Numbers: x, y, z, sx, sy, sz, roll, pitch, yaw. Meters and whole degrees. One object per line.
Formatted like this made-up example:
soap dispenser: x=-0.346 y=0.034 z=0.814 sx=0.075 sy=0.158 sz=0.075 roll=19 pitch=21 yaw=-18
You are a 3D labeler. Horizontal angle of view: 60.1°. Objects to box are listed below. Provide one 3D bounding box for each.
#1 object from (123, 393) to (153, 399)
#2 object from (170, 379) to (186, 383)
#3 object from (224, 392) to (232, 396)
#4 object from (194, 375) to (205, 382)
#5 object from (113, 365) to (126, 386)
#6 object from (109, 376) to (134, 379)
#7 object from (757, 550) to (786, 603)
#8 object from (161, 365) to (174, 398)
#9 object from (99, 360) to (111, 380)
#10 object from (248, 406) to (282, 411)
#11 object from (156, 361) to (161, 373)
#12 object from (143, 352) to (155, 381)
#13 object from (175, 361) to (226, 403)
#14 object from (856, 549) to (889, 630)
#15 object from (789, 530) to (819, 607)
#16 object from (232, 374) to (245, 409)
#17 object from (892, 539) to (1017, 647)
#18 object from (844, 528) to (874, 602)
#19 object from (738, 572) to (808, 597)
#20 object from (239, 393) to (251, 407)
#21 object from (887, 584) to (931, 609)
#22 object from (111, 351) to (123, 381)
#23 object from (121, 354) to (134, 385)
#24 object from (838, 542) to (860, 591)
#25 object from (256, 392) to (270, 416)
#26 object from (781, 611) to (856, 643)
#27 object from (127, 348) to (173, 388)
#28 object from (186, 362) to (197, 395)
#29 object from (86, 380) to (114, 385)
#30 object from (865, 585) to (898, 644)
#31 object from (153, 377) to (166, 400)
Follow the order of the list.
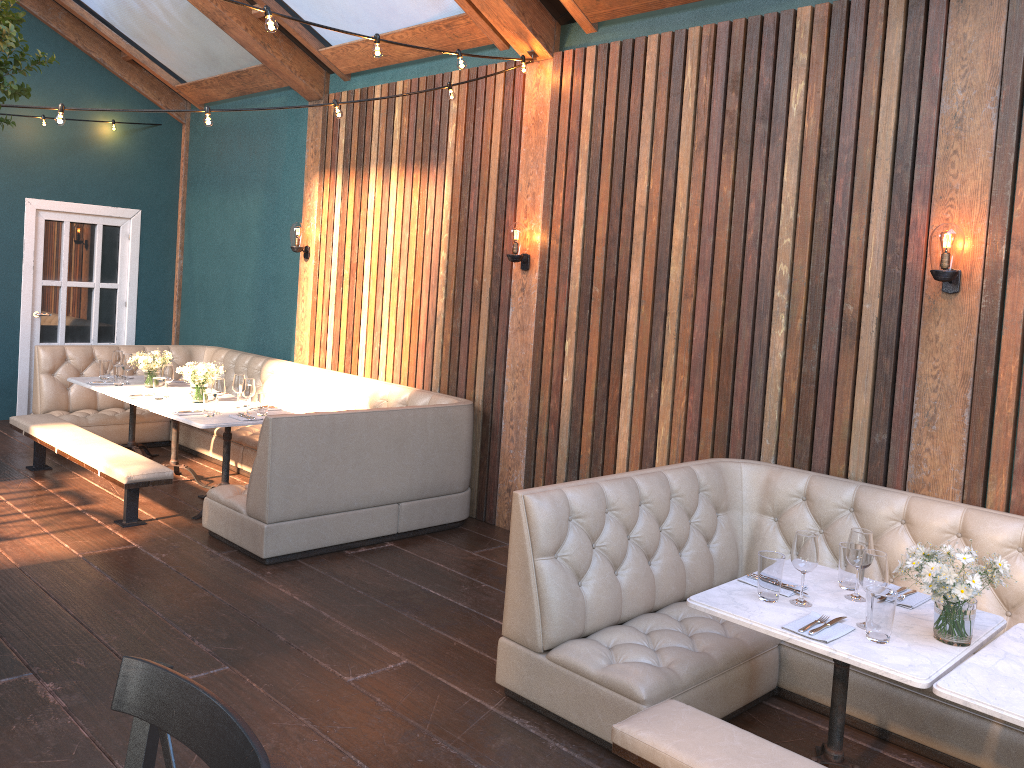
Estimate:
object: x=-2.737 y=0.085 z=6.562 sx=0.255 sy=0.019 sz=0.158 roll=-3 pitch=9 yaw=-45
object: x=-2.886 y=-0.027 z=7.444 sx=0.255 sy=0.019 sz=0.158 roll=-3 pitch=9 yaw=-45
object: x=-2.323 y=0.077 z=6.879 sx=0.255 sy=0.019 sz=0.158 roll=-3 pitch=9 yaw=-45
object: x=-2.465 y=-0.012 z=6.954 sx=0.092 sy=0.158 sz=0.092 roll=6 pitch=4 yaw=31
object: x=-3.124 y=-0.065 z=7.033 sx=0.092 sy=0.158 sz=0.092 roll=6 pitch=4 yaw=31
object: x=-3.303 y=-0.060 z=7.487 sx=0.157 sy=0.019 sz=0.256 roll=-3 pitch=9 yaw=-44
object: x=0.889 y=0.665 z=3.050 sx=0.092 sy=0.158 sz=0.092 roll=6 pitch=4 yaw=31
object: x=-2.566 y=-0.019 z=6.587 sx=0.092 sy=0.244 sz=0.092 roll=4 pitch=3 yaw=3
object: x=-3.376 y=-0.118 z=7.336 sx=0.092 sy=0.158 sz=0.092 roll=6 pitch=4 yaw=31
object: x=-1.795 y=0.173 z=6.349 sx=0.255 sy=0.019 sz=0.158 roll=-3 pitch=9 yaw=-45
object: x=-3.028 y=-0.115 z=7.519 sx=0.092 sy=0.158 sz=0.092 roll=6 pitch=4 yaw=31
object: x=-3.042 y=-0.146 z=7.409 sx=0.092 sy=0.244 sz=0.092 roll=4 pitch=3 yaw=-3
object: x=-2.293 y=-0.023 z=6.495 sx=0.336 sy=0.308 sz=0.330 roll=4 pitch=5 yaw=-3
object: x=1.161 y=0.664 z=2.852 sx=0.092 sy=0.244 sz=0.092 roll=4 pitch=3 yaw=3
object: x=1.000 y=0.632 z=3.032 sx=0.092 sy=0.244 sz=0.092 roll=4 pitch=3 yaw=3
object: x=-1.950 y=0.054 z=6.314 sx=0.092 sy=0.244 sz=0.092 roll=4 pitch=3 yaw=3
object: x=1.386 y=0.653 z=2.794 sx=0.336 sy=0.308 sz=0.331 roll=1 pitch=6 yaw=-33
object: x=1.223 y=0.637 z=3.123 sx=0.092 sy=0.244 sz=0.092 roll=4 pitch=3 yaw=3
object: x=0.962 y=0.723 z=3.201 sx=0.157 sy=0.019 sz=0.256 roll=-3 pitch=9 yaw=-44
object: x=-1.937 y=0.085 z=6.424 sx=0.092 sy=0.158 sz=0.092 roll=6 pitch=4 yaw=31
object: x=1.379 y=0.756 z=3.158 sx=0.255 sy=0.019 sz=0.158 roll=-3 pitch=9 yaw=-45
object: x=-3.265 y=-0.151 z=7.318 sx=0.092 sy=0.244 sz=0.092 roll=4 pitch=3 yaw=-3
object: x=-3.104 y=-0.119 z=7.139 sx=0.092 sy=0.244 sz=0.092 roll=4 pitch=3 yaw=-3
object: x=1.237 y=0.668 z=3.233 sx=0.092 sy=0.158 sz=0.092 roll=6 pitch=4 yaw=31
object: x=-1.719 y=0.137 z=6.101 sx=0.092 sy=0.158 sz=0.092 roll=6 pitch=4 yaw=31
object: x=0.990 y=0.768 z=2.827 sx=0.255 sy=0.019 sz=0.158 roll=-3 pitch=9 yaw=-45
object: x=-2.889 y=-0.130 z=7.072 sx=0.329 sy=0.308 sz=0.337 roll=5 pitch=5 yaw=10
object: x=-2.478 y=-0.043 z=6.843 sx=0.092 sy=0.244 sz=0.092 roll=4 pitch=3 yaw=3
object: x=-3.275 y=-0.015 z=7.113 sx=0.255 sy=0.019 sz=0.158 roll=-3 pitch=9 yaw=-45
object: x=1.142 y=0.718 z=2.746 sx=0.092 sy=0.158 sz=0.092 roll=6 pitch=4 yaw=31
object: x=-2.585 y=0.035 z=6.481 sx=0.092 sy=0.158 sz=0.092 roll=6 pitch=4 yaw=31
